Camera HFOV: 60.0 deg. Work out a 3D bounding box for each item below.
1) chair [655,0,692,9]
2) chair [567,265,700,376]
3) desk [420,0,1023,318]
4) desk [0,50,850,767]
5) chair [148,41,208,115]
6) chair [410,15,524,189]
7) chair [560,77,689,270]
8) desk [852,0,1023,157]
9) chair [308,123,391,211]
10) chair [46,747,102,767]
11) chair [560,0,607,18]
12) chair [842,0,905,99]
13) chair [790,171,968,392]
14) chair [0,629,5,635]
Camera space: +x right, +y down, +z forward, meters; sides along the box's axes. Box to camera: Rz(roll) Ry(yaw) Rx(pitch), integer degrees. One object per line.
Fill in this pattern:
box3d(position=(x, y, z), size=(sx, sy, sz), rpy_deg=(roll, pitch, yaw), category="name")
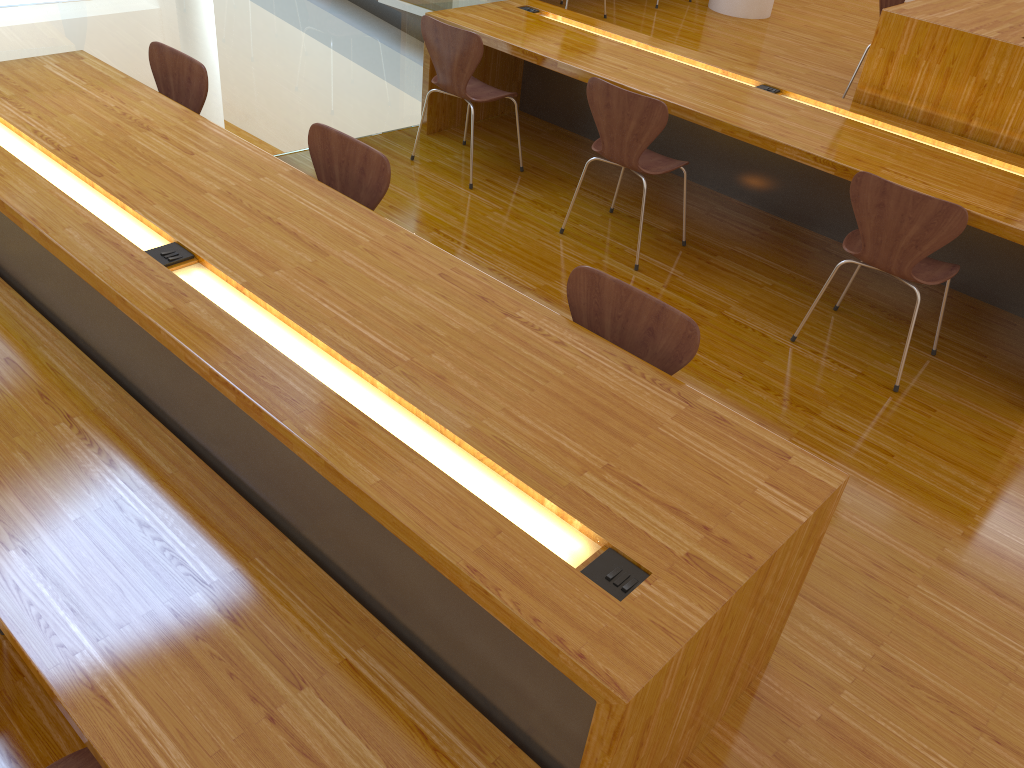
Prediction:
box3d(position=(1.005, -2.942, 5.930), size=(0.381, 0.693, 0.428), rpy_deg=(32, 43, 30), category="chair")
box3d(position=(0.148, 0.123, 2.212), size=(0.428, 0.693, 0.381), rpy_deg=(32, 43, 30), category="chair")
box3d(position=(0.964, -0.988, 3.956), size=(3.185, 0.606, 0.760), rpy_deg=(32, 43, 30), category="desk")
box3d(position=(-0.979, 0.052, 2.466), size=(3.236, 0.918, 1.285), rpy_deg=(32, 43, 30), category="desk")
box3d(position=(-1.354, -0.852, 3.292), size=(0.428, 0.693, 0.381), rpy_deg=(32, 43, 30), category="chair")
box3d(position=(-0.188, -1.362, 4.190), size=(0.428, 0.693, 0.381), rpy_deg=(32, 43, 30), category="chair")
box3d(position=(0.522, -0.916, 3.699), size=(0.428, 0.693, 0.381), rpy_deg=(32, 43, 30), category="chair")
box3d(position=(2.849, -1.731, 4.649), size=(0.760, 0.606, 3.185), rpy_deg=(32, 43, 30), category="desk")
box3d(position=(-0.644, -0.406, 2.801), size=(0.428, 0.693, 0.381), rpy_deg=(32, 43, 30), category="chair")
box3d(position=(-0.739, 0.855, 1.594), size=(0.428, 0.693, 0.381), rpy_deg=(32, 43, 30), category="chair")
box3d(position=(0.349, -2.575, 5.315), size=(0.381, 0.693, 0.428), rpy_deg=(32, 43, 30), category="chair")
box3d(position=(1.902, -1.599, 4.242), size=(0.381, 0.693, 0.428), rpy_deg=(32, 43, 30), category="chair")
box3d(position=(1.366, -0.416, 3.158), size=(0.428, 0.693, 0.381), rpy_deg=(32, 43, 30), category="chair")
box3d(position=(-1.582, 0.355, 2.135), size=(0.428, 0.693, 0.381), rpy_deg=(32, 43, 30), category="chair")
